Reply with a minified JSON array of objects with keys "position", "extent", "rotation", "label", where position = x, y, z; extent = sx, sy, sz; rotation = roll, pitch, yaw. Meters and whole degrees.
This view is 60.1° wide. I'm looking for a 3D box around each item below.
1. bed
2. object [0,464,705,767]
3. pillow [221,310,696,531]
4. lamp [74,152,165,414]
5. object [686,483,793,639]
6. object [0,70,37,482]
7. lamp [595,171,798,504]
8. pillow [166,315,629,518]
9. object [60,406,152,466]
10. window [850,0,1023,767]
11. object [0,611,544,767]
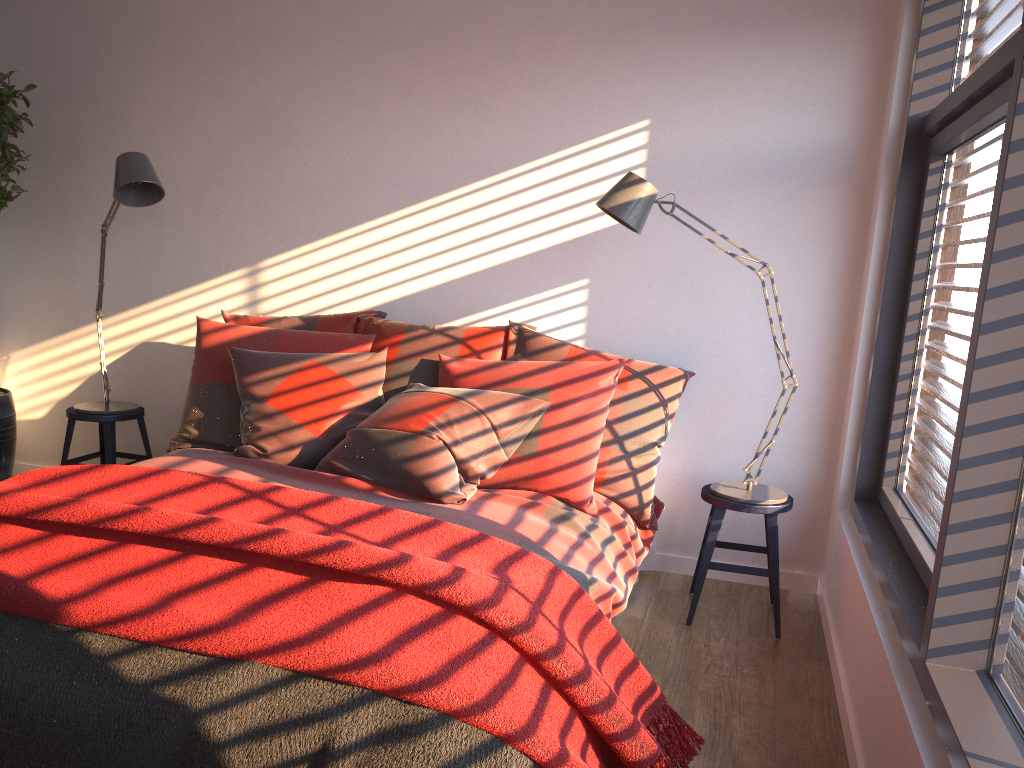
[{"position":[-0.611,0.479,2.850],"extent":[2.033,0.777,2.295],"rotation":[6,9,14],"label":"bed"},{"position":[-0.817,0.622,2.240],"extent":[2.640,0.667,0.677],"rotation":[6,10,15],"label":"object"},{"position":[-0.426,0.123,3.374],"extent":[2.139,0.741,1.135],"rotation":[5,9,13],"label":"pillow"},{"position":[-1.714,-0.404,3.824],"extent":[0.279,1.138,0.782],"rotation":[-4,13,-34],"label":"lamp"},{"position":[0.859,0.646,3.344],"extent":[0.338,0.485,0.339],"rotation":[6,10,12],"label":"object"},{"position":[-2.498,-0.419,3.861],"extent":[0.811,2.040,0.795],"rotation":[7,11,18],"label":"object"},{"position":[0.661,-0.168,3.210],"extent":[0.788,1.138,0.276],"rotation":[5,11,6],"label":"lamp"},{"position":[-0.493,0.084,3.420],"extent":[1.811,0.557,0.523],"rotation":[6,10,15],"label":"pillow"},{"position":[-1.907,0.355,4.177],"extent":[0.338,0.485,0.339],"rotation":[6,10,14],"label":"object"},{"position":[1.101,-0.305,1.955],"extent":[0.170,1.959,2.616],"rotation":[6,10,15],"label":"window"},{"position":[-0.821,0.672,2.101],"extent":[2.502,0.573,1.113],"rotation":[6,9,15],"label":"object"}]
